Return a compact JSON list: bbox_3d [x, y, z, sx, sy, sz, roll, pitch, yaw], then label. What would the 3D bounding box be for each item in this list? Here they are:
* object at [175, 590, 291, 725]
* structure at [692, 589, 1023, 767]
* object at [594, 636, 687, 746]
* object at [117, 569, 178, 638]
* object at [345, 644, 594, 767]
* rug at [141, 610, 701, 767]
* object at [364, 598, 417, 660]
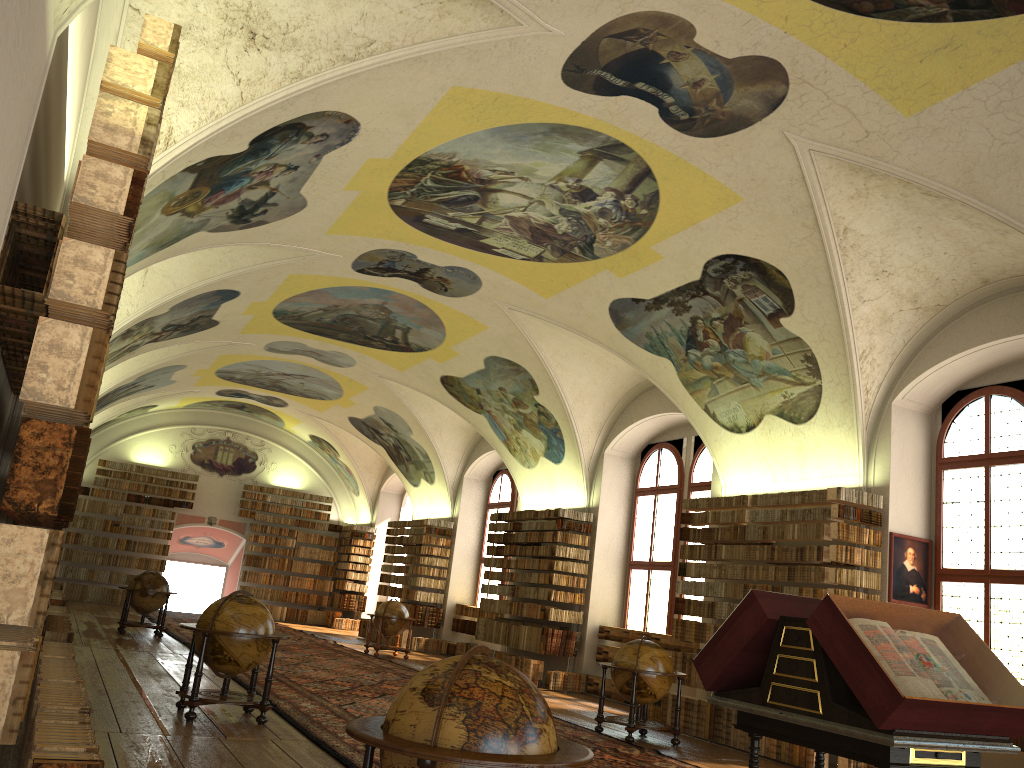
[{"bbox_3d":[-3.289,3.156,10.413,1.278,1.442,1.285,4,-14,12],"label":"object"},{"bbox_3d":[2.266,2.464,5.943,1.247,1.973,1.896,13,-15,-25],"label":"structure"},{"bbox_3d":[1.871,4.403,12.880,1.279,1.442,1.285,0,-15,26],"label":"object"},{"bbox_3d":[-8.262,4.923,20.035,1.278,1.442,1.285,3,-14,16],"label":"object"},{"bbox_3d":[-0.246,2.073,4.518,1.279,1.442,1.285,0,-15,26],"label":"object"},{"bbox_3d":[-2.245,5.014,14.579,4.712,0.064,37.002,14,-15,-25],"label":"rug"},{"bbox_3d":[-3.091,6.169,22.494,1.278,1.442,1.285,3,-14,16],"label":"object"}]
